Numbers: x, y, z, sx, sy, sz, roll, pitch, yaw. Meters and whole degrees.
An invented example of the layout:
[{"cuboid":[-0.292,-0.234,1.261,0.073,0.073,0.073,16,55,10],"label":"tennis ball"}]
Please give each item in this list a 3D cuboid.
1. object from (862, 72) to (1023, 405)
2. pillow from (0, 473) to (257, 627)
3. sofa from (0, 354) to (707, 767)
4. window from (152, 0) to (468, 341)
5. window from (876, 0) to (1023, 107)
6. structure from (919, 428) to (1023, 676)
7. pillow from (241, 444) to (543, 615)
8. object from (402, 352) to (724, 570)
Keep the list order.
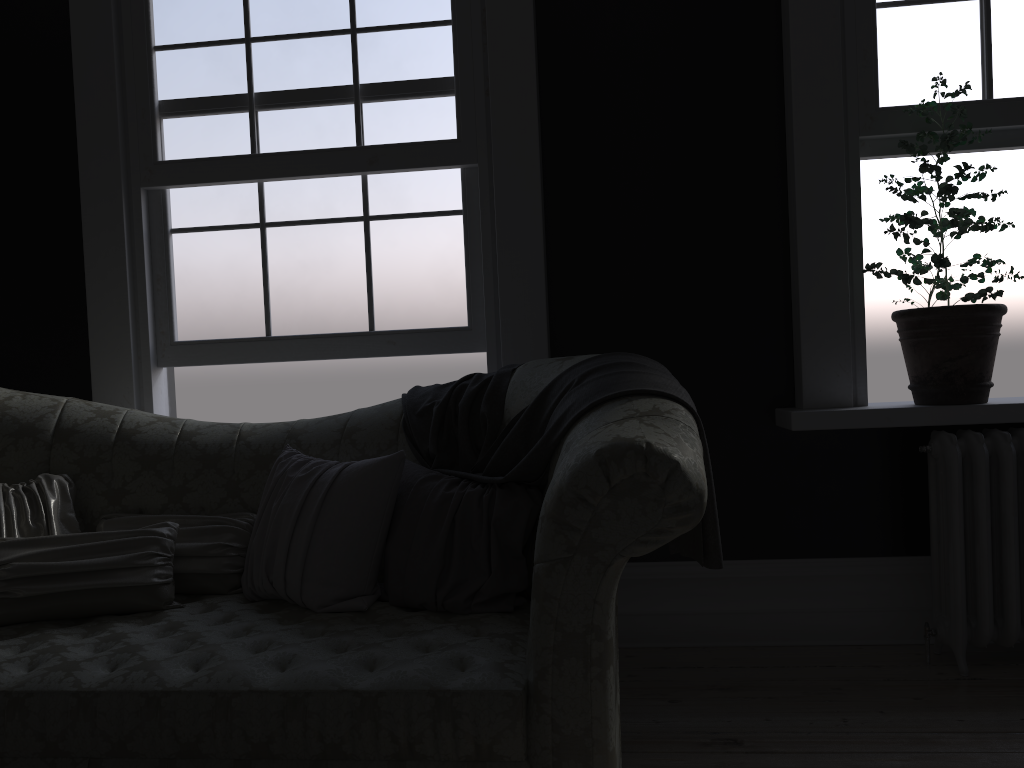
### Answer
[{"cuboid":[1.530,-0.494,3.137,0.505,1.134,0.474,-4,2,-44],"label":"object"},{"cuboid":[-1.372,0.477,2.682,1.105,0.416,0.528,-3,1,6],"label":"pillow"},{"cuboid":[-0.882,0.543,2.703,2.813,1.161,1.605,-2,1,7],"label":"sofa"},{"cuboid":[-0.811,-1.007,3.517,1.263,1.672,0.056,-2,2,6],"label":"window"},{"cuboid":[1.930,-1.456,3.210,1.263,1.017,0.056,-2,2,6],"label":"window"},{"cuboid":[2.006,0.565,3.058,1.141,0.849,0.276,-2,2,6],"label":"structure"},{"cuboid":[-0.378,0.412,2.597,0.964,0.462,0.404,-2,1,14],"label":"pillow"},{"cuboid":[0.071,0.212,2.693,0.516,0.585,1.367,-3,1,-35],"label":"object"}]
